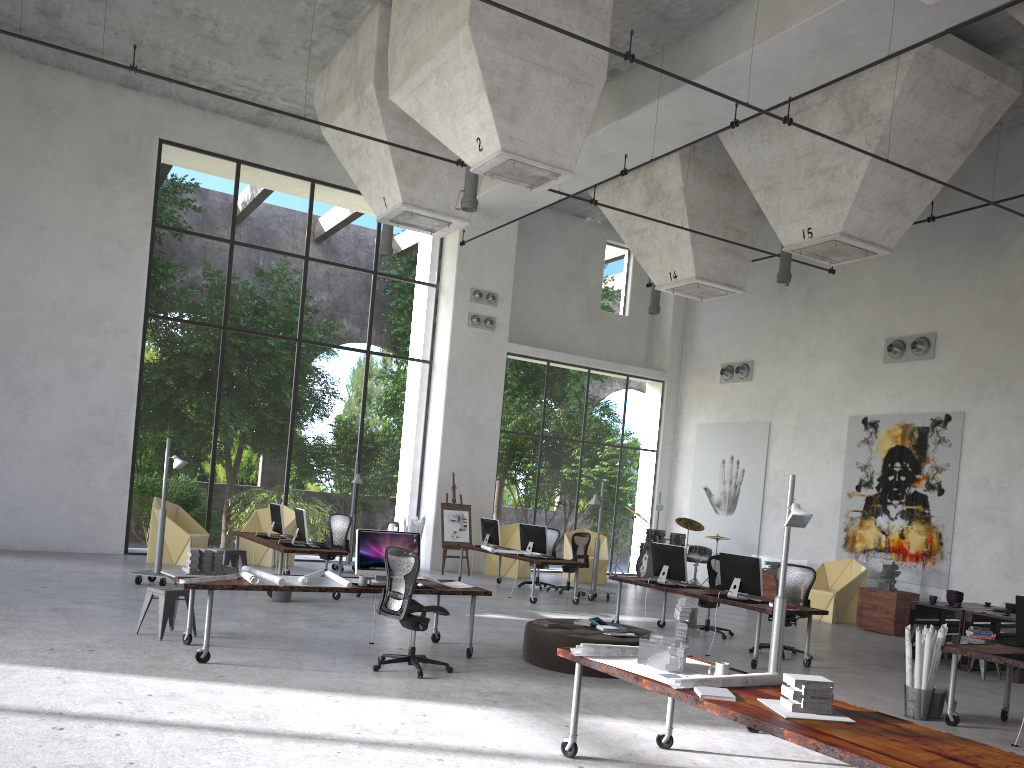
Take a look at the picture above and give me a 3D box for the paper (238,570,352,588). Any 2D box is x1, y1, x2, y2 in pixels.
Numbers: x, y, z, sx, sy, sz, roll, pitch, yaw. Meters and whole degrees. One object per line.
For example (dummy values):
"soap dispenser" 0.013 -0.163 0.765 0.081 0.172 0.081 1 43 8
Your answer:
"paper" -2.169 1.921 8.737 1.083 0.105 0.976 9 -8 -30

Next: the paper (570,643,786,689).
"paper" 1.073 1.836 5.760 0.983 0.105 1.074 10 -9 -34

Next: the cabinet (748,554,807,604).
"cabinet" 5.186 3.893 17.193 0.748 1.013 0.733 6 -2 -30

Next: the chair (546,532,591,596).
"chair" 1.094 3.376 16.651 0.789 1.184 0.776 4 -2 24

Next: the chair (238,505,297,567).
"chair" -4.708 2.924 17.032 0.976 1.169 0.940 4 -2 16

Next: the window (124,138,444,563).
"window" -4.389 -0.262 17.963 5.998 7.850 0.067 6 0 -30

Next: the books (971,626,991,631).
"books" 5.922 3.090 11.096 0.204 0.025 0.145 3 -7 16

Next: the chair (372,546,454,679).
"chair" -0.959 2.167 8.501 0.767 1.184 0.798 4 -2 34

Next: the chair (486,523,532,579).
"chair" -0.036 3.597 19.071 0.976 1.169 0.941 4 -3 19

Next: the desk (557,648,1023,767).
"desk" 1.464 2.182 5.059 0.980 0.722 3.129 8 -7 -29

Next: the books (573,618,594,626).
"books" 0.810 2.674 9.855 0.197 0.035 0.287 3 -7 16

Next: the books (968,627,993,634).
"books" 5.915 3.118 11.099 0.253 0.032 0.176 2 -7 21

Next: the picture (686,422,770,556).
"picture" 4.941 2.423 20.308 0.020 3.017 2.331 5 -2 -30

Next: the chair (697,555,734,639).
"chair" 2.850 3.036 12.707 0.788 1.184 0.776 3 -2 44

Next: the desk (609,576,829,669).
"desk" 2.549 3.100 11.581 0.980 0.722 3.129 8 -7 -29

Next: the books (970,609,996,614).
"books" 6.166 2.967 11.494 0.303 0.030 0.225 1 -8 28

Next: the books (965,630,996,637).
"books" 5.916 3.151 11.095 0.284 0.033 0.199 5 -7 1

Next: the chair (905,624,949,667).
"chair" 5.628 3.524 11.882 0.419 0.489 0.439 5 -3 5

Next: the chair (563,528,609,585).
"chair" 1.650 3.791 19.419 0.981 1.169 0.936 6 -2 -10

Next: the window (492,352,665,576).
"window" 1.606 2.045 20.705 4.590 4.892 0.020 7 0 -30

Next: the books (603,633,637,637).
"books" 1.139 2.642 9.257 0.301 0.031 0.220 7 -7 -15

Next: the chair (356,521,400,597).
"chair" -2.082 2.724 13.716 0.798 1.184 0.767 7 -2 -41

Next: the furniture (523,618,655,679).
"furniture" 0.877 2.879 9.627 1.517 0.428 1.509 9 -7 -28

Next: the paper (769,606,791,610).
"paper" 3.213 2.645 10.372 0.289 0.001 0.212 -1 -10 42

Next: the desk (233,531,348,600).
"desk" -3.598 2.840 13.874 0.970 0.722 3.130 8 -7 -29

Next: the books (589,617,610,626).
"books" 0.977 2.665 9.799 0.145 0.103 0.204 10 -7 -44

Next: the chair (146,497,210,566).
"chair" -6.040 2.651 15.812 0.933 1.168 0.985 5 -3 6

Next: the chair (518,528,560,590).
"chair" 0.571 3.386 17.096 0.769 1.184 0.796 5 -2 9

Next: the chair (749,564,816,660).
"chair" 3.562 2.936 11.410 0.767 1.184 0.798 4 -2 29

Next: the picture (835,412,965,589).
"picture" 6.955 2.052 15.936 0.020 3.017 2.349 5 -2 -30

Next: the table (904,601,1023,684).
"table" 6.532 3.460 11.896 1.515 0.794 1.600 8 -6 -30

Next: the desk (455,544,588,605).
"desk" 0.068 3.427 15.938 0.980 0.722 3.129 8 -7 -29

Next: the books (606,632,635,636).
"books" 1.142 2.638 9.283 0.301 0.040 0.221 4 -7 5

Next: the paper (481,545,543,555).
"paper" -0.013 3.042 16.131 1.080 0.105 0.978 8 -7 -19

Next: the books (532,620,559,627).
"books" 0.369 2.604 9.549 0.176 0.032 0.254 11 -9 -38

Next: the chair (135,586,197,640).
"chair" -3.549 2.352 9.066 0.418 0.489 0.441 3 -3 33

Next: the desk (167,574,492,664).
"desk" -1.831 2.384 8.997 3.150 0.724 0.973 9 -6 -30

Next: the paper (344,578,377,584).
"paper" -1.539 2.080 9.258 0.487 0.001 0.430 8 -8 -19

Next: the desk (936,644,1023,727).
"desk" 5.131 2.768 7.123 0.970 0.722 3.130 8 -7 -29

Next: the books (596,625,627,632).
"books" 1.086 2.662 9.558 0.285 0.033 0.198 7 -7 -17

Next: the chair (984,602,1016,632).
"chair" 7.365 3.663 13.004 0.779 0.819 0.691 8 -4 -45

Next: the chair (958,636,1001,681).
"chair" 5.879 3.446 11.085 0.440 0.489 0.418 7 -3 -35

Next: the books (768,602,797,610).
"books" 3.186 2.613 10.350 0.285 0.052 0.204 5 -7 2

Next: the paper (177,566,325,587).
"paper" -2.388 1.893 8.645 0.890 0.103 1.947 4 -7 9

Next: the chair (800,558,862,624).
"chair" 5.873 3.739 16.018 0.940 1.168 0.977 7 -3 -31

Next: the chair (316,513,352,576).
"chair" -3.102 2.788 14.951 0.767 1.184 0.798 4 -2 24

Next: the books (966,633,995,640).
"books" 5.913 3.185 11.096 0.283 0.035 0.199 3 -7 16

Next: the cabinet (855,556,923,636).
"cabinet" 6.374 3.586 14.864 0.598 1.255 0.740 5 -1 -30
